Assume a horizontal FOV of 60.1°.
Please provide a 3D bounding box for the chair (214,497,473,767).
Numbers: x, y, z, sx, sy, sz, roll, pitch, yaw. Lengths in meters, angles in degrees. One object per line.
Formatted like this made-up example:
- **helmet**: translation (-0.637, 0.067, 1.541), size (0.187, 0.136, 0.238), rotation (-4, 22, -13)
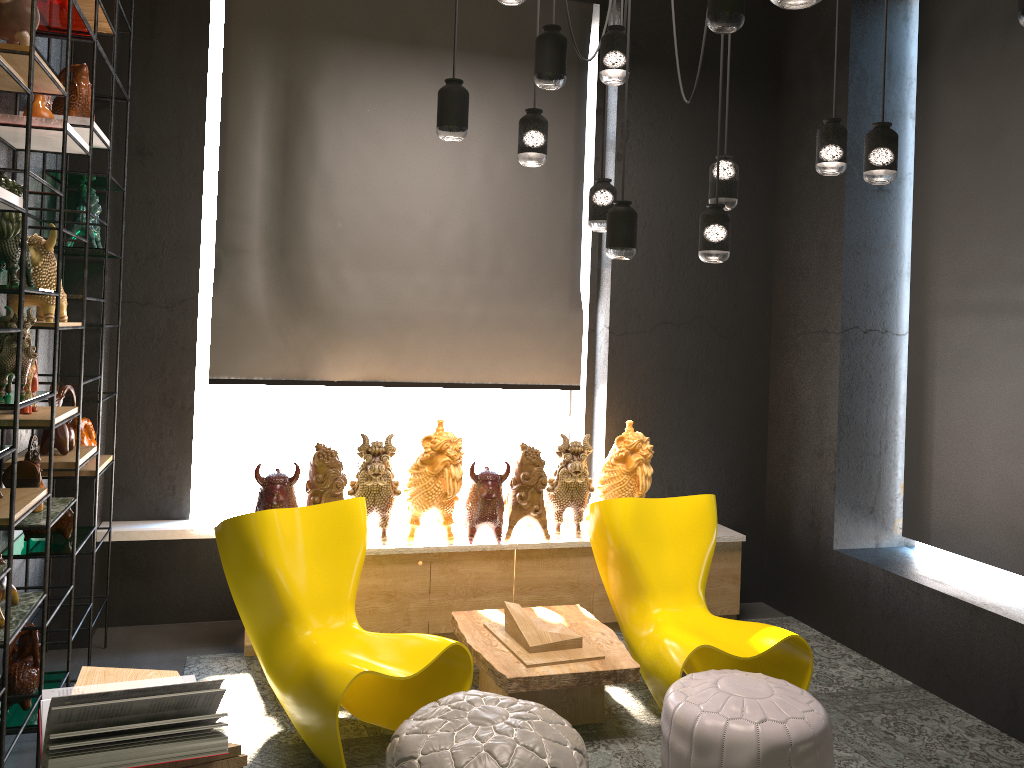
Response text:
- **chair**: translation (-0.762, 0.961, 3.651), size (1.071, 0.897, 0.657), rotation (4, 2, 43)

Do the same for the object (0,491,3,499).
- **object**: translation (-1.607, 0.263, 2.690), size (0.096, 0.210, 0.183), rotation (2, 1, -14)

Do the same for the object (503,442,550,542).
- **object**: translation (0.066, 0.571, 4.889), size (0.249, 0.545, 0.475), rotation (2, 1, -9)

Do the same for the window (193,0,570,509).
- **window**: translation (-0.692, -0.831, 5.450), size (2.307, 3.168, 0.051), rotation (2, -1, -17)

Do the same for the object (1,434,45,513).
- **object**: translation (-1.738, 0.322, 3.179), size (0.123, 0.270, 0.227), rotation (2, 1, -17)

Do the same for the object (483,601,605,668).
- **object**: translation (0.130, 1.053, 3.847), size (0.350, 0.136, 0.521), rotation (1, 3, -22)

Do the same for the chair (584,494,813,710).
- **chair**: translation (0.772, 0.990, 4.098), size (0.657, 0.896, 1.071), rotation (2, 2, -22)

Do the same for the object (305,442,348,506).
- **object**: translation (-0.960, 0.552, 4.584), size (0.249, 0.545, 0.475), rotation (2, 1, -9)

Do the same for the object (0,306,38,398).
- **object**: translation (-1.555, -0.100, 2.723), size (0.208, 0.280, 0.131), rotation (3, 0, 31)

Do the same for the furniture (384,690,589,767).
- **furniture**: translation (-0.080, 1.281, 2.940), size (0.679, 0.382, 0.680), rotation (1, 3, -17)

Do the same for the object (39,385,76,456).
- **object**: translation (-1.879, 0.143, 3.663), size (0.114, 0.290, 0.249), rotation (2, 1, -17)

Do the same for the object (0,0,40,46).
- **object**: translation (-1.542, -1.111, 2.712), size (0.237, 0.266, 0.164), rotation (3, 1, 45)

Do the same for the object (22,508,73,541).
- **object**: translation (-1.919, 0.559, 3.661), size (0.210, 0.168, 0.105), rotation (2, 1, -17)

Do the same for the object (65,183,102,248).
- **object**: translation (-1.998, -0.789, 4.147), size (0.152, 0.332, 0.290), rotation (2, 1, -24)

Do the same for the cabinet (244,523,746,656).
- **cabinet**: translation (-0.036, 1.095, 4.856), size (2.728, 0.530, 0.405), rotation (1, 1, -17)

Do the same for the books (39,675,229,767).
- **books**: translation (-0.970, 0.830, 2.253), size (0.400, 0.233, 0.483), rotation (1, 3, -30)

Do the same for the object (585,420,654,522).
- **object**: translation (0.597, 0.521, 5.003), size (0.307, 0.655, 0.469), rotation (2, 1, -12)

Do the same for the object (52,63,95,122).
- **object**: translation (-1.829, -1.189, 3.679), size (0.254, 0.250, 0.126), rotation (4, 1, 43)

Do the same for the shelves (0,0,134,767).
- **shelves**: translation (-1.650, -0.541, 2.952), size (0.274, 3.908, 2.997), rotation (2, 1, -17)

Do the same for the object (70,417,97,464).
- **object**: translation (-2.038, 0.256, 4.178), size (0.138, 0.222, 0.278), rotation (2, 2, -16)

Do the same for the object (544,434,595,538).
- **object**: translation (0.286, 0.550, 4.923), size (0.271, 0.579, 0.430), rotation (2, 1, -24)

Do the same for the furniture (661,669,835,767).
- **furniture**: translation (0.850, 1.306, 3.221), size (0.614, 0.420, 0.611), rotation (1, 2, -22)

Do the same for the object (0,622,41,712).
- **object**: translation (-1.741, 1.009, 3.141), size (0.126, 0.249, 0.254), rotation (2, 1, -17)

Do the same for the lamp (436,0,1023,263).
- **lamp**: translation (0.857, -1.562, 2.576), size (2.847, 2.273, 2.675), rotation (3, 2, 27)

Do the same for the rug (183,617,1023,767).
- **rug**: translation (0.448, 1.441, 3.779), size (3.593, 0.010, 2.194), rotation (1, 4, -17)

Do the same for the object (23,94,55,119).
- **object**: translation (-1.702, -1.022, 3.219), size (0.107, 0.209, 0.234), rotation (2, 2, 0)

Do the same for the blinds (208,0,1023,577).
- **blinds**: translation (-2.980, -0.920, 3.978), size (12.713, 3.311, 3.526), rotation (2, 2, 4)

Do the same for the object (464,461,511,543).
- **object**: translation (-0.157, 0.610, 4.773), size (0.219, 0.441, 0.463), rotation (2, 2, -12)

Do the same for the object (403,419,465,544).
- **object**: translation (-0.429, 0.502, 4.698), size (0.307, 0.655, 0.469), rotation (2, 1, -12)

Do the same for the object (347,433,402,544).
- **object**: translation (-0.740, 0.531, 4.618), size (0.271, 0.579, 0.430), rotation (2, 1, -24)

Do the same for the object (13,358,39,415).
- **object**: translation (-1.748, -0.007, 3.199), size (0.060, 0.223, 0.268), rotation (2, 2, -16)

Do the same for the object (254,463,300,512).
- **object**: translation (-1.183, 0.591, 4.468), size (0.219, 0.441, 0.463), rotation (2, 2, -12)

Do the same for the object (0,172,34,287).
- **object**: translation (-1.557, -0.474, 2.703), size (0.167, 0.356, 0.255), rotation (2, 1, -12)

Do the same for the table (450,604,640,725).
- **table**: translation (0.132, 1.272, 3.906), size (0.694, 0.309, 0.830), rotation (1, 3, -17)

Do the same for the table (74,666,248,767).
- **table**: translation (-0.960, 1.172, 2.323), size (0.496, 0.619, 0.735), rotation (2, 2, -16)

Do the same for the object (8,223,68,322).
- **object**: translation (-1.702, -0.394, 3.194), size (0.175, 0.351, 0.370), rotation (2, 2, -12)

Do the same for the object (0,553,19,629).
- **object**: translation (-1.594, 0.595, 2.722), size (0.155, 0.235, 0.310), rotation (2, 2, -13)
